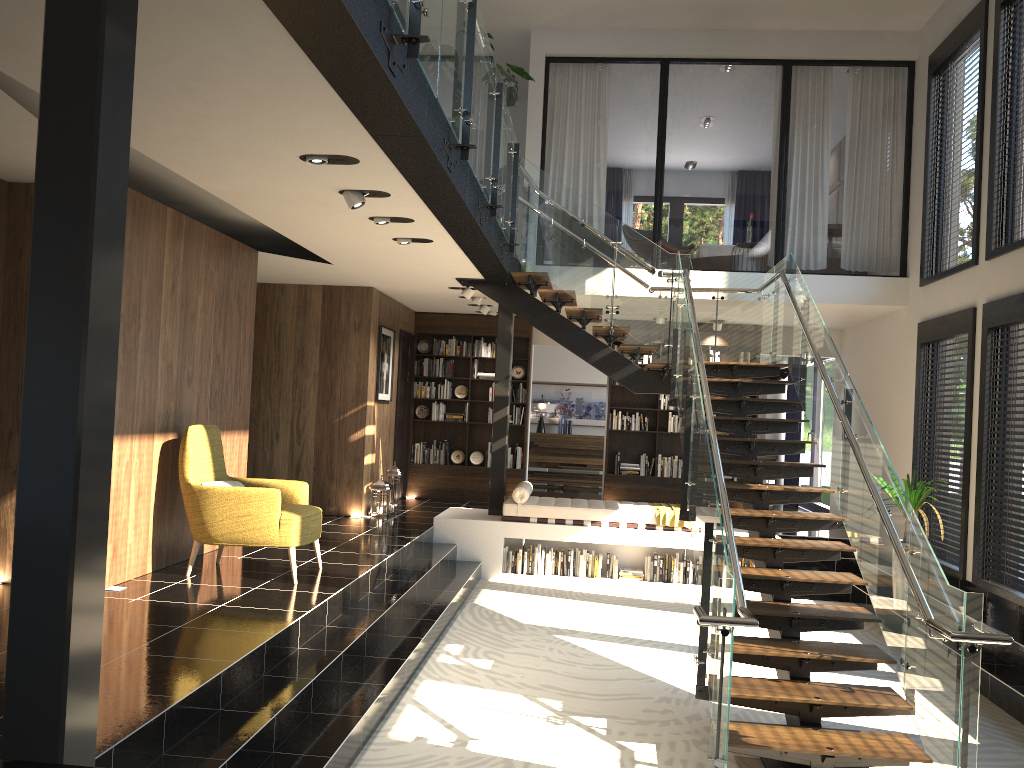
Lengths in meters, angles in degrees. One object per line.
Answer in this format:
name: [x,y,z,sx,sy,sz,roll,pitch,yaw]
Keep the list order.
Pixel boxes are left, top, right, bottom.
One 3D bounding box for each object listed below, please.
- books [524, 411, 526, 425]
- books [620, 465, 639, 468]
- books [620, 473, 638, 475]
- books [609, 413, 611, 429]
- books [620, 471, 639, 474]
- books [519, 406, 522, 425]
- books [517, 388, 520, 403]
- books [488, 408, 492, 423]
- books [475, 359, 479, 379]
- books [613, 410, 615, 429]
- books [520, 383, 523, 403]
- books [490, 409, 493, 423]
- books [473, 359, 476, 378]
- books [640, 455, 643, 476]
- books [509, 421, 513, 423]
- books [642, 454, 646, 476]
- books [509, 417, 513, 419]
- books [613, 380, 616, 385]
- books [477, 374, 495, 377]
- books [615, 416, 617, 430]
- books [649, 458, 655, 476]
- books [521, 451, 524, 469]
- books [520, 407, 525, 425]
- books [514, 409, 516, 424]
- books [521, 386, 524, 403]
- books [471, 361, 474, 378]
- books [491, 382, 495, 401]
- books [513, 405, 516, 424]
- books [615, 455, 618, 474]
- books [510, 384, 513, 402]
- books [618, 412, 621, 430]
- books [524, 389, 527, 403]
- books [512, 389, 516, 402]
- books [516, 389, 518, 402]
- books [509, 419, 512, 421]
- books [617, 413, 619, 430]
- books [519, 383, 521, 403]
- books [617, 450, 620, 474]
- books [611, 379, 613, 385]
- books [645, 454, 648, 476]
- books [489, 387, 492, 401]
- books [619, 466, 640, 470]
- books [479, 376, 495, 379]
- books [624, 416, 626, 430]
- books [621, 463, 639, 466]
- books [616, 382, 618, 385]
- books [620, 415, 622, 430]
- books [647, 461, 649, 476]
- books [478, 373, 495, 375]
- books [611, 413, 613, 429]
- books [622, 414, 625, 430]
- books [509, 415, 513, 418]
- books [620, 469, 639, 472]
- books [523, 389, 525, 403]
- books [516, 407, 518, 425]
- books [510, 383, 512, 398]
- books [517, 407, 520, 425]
books: [0.189,0.489,12.778,0.021,0.204,0.169,3,-1,5]
books: [1.678,1.174,12.648,0.271,0.025,0.156,3,-2,6]
books: [1.673,1.280,12.650,0.247,0.026,0.148,3,-2,4]
books: [1.401,0.534,12.680,0.025,0.227,0.156,3,-1,5]
books: [1.673,1.254,12.635,0.258,0.024,0.167,3,-2,6]
books: [0.124,0.453,12.760,0.013,0.267,0.177,3,-1,5]
books: [0.100,0.163,12.748,0.020,0.209,0.147,3,-1,5]
books: [-0.318,0.456,12.838,0.028,0.224,0.161,3,-1,5]
books: [-0.513,-0.217,12.876,0.016,0.278,0.209,3,-1,5]
books: [1.454,0.508,12.647,0.028,0.282,0.169,3,-1,5]
books: [0.138,0.130,12.742,0.016,0.278,0.202,3,-1,5]
books: [-0.290,0.465,12.806,0.036,0.206,0.215,3,-1,5]
books: [-0.535,-0.218,12.873,0.027,0.279,0.166,3,-1,5]
books: [1.841,1.157,12.604,0.030,0.284,0.177,3,-1,5]
books: [-0.125,0.541,12.801,0.271,0.028,0.174,3,-2,1]
books: [1.874,1.146,12.620,0.031,0.310,0.169,3,-1,5]
books: [-0.121,0.488,12.817,0.266,0.019,0.157,3,-2,7]
books: [1.465,-0.071,12.656,0.037,0.177,0.109,3,-1,5]
books: [-0.359,-0.119,12.870,0.266,0.030,0.210,3,-2,6]
books: [1.480,0.550,12.641,0.028,0.199,0.175,3,-1,5]
books: [1.985,1.179,12.609,0.075,0.254,0.181,3,-1,5]
books: [0.154,1.095,12.755,0.029,0.247,0.139,3,-1,5]
books: [0.153,0.461,12.752,0.047,0.253,0.210,3,-1,5]
books: [0.056,0.472,12.804,0.024,0.226,0.141,3,-1,5]
books: [0.156,0.148,12.762,0.018,0.246,0.144,3,-1,5]
books: [-0.560,-0.200,12.901,0.028,0.242,0.194,3,-1,5]
books: [-0.271,0.111,12.810,0.025,0.280,0.145,3,-1,5]
books: [0.036,0.444,12.783,0.014,0.279,0.202,3,-1,5]
books: [1.489,1.149,12.668,0.025,0.270,0.156,3,-1,5]
books: [-0.003,0.132,12.760,0.016,0.262,0.155,3,-1,5]
books: [1.533,0.523,12.639,0.029,0.258,0.181,3,-1,5]
books: [0.197,0.174,12.734,0.026,0.196,0.170,3,-1,5]
books: [0.036,0.168,12.782,0.060,0.196,0.119,3,-1,5]
books: [0.078,0.172,12.768,0.026,0.190,0.121,3,-1,5]
books: [-0.123,0.513,12.811,0.263,0.030,0.159,3,-2,3]
books: [1.508,0.529,12.659,0.023,0.245,0.159,3,-1,5]
books: [0.122,0.130,12.762,0.018,0.278,0.114,3,-1,5]
books: [1.514,1.114,12.622,0.028,0.340,0.203,3,-1,5]
books: [1.434,-0.090,12.669,0.030,0.212,0.127,3,-1,5]
books: [1.907,1.152,12.612,0.036,0.302,0.186,3,-1,5]
books: [-0.302,0.145,12.820,0.033,0.211,0.132,3,-1,5]
books: [1.675,1.202,12.634,0.287,0.030,0.176,3,-2,3]
books: [-0.359,-0.086,12.882,0.239,0.033,0.176,3,-2,3]
books: [1.608,0.557,12.636,0.024,0.197,0.173,3,-1,5]
books: [1.678,1.149,12.638,0.257,0.024,0.167,3,-2,5]
books: [1.501,-0.095,12.668,0.030,0.230,0.103,3,-1,5]
books: [1.558,0.551,12.649,0.022,0.207,0.130,3,-1,5]
books: [1.936,1.199,12.629,0.023,0.212,0.124,3,-1,5]
books: [-0.357,-0.144,12.879,0.264,0.021,0.189,3,-2,3]
books: [1.428,0.530,12.682,0.028,0.237,0.134,3,-1,5]
books: [1.583,0.542,12.646,0.028,0.227,0.136,3,-1,5]
books: [-0.119,0.464,12.826,0.239,0.031,0.147,3,-2,5]
books: [1.675,1.230,12.647,0.271,0.025,0.156,3,-2,6]
books: [0.175,0.172,12.753,0.023,0.200,0.121,3,-1,5]
books: [0.072,0.461,12.770,0.014,0.246,0.192,3,-1,5]
books: [-0.028,0.124,12.770,0.037,0.276,0.179,3,-1,5]
books: [0.102,0.459,12.809,0.038,0.257,0.138,3,-1,5]
